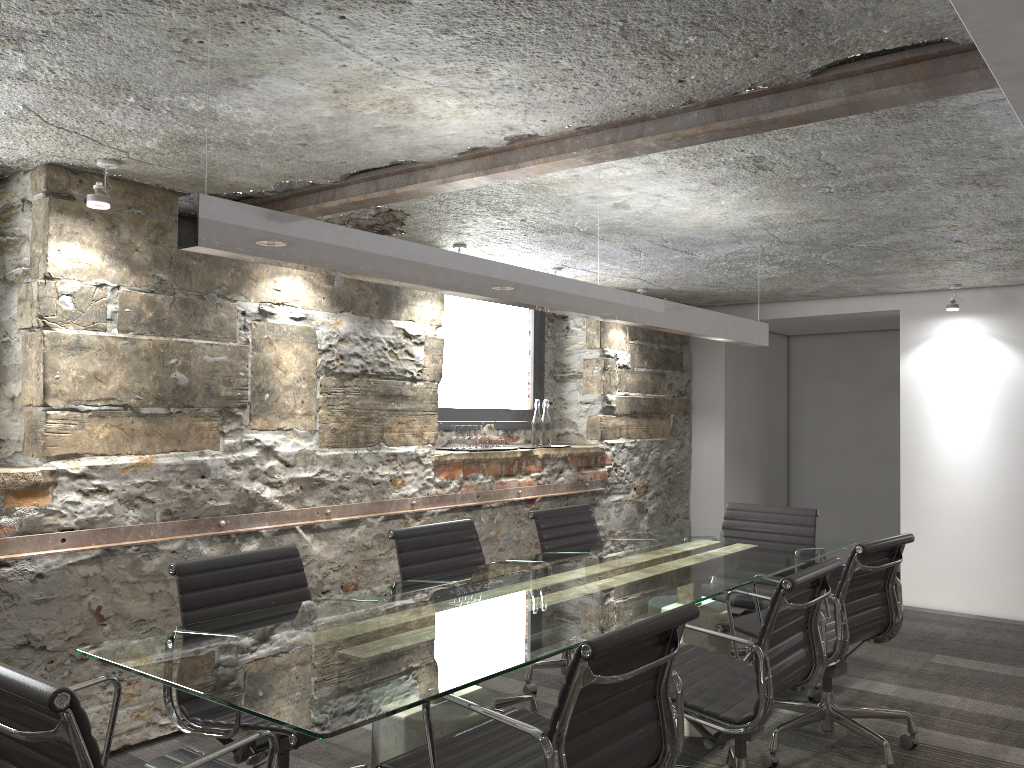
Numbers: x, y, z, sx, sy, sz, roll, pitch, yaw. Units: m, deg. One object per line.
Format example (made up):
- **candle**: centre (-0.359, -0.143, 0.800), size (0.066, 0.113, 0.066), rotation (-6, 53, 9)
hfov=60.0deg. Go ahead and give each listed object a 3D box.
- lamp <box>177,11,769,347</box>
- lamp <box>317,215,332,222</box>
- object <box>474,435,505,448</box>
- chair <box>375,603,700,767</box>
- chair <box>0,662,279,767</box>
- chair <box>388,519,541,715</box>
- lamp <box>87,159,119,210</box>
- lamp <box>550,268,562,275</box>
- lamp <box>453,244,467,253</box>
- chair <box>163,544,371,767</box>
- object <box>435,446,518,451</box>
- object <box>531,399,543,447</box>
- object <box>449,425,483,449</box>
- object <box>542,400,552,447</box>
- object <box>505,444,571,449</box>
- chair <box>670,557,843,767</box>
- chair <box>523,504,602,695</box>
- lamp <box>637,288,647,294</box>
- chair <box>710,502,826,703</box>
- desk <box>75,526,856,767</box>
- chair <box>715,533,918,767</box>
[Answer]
- **lamp**: centre (0.276, -0.499, 3.142), size (0.073, 0.524, 3.159), rotation (-1, -2, 38)
- **lamp**: centre (-0.837, -0.665, 3.863), size (0.098, 0.165, 0.077), rotation (1, -2, -19)
- **object**: centre (-0.138, 0.341, 5.252), size (0.111, 0.072, 0.191), rotation (-1, -3, 45)
- **chair**: centre (0.069, 0.937, 2.091), size (0.667, 0.837, 0.693), rotation (0, -2, 29)
- **chair**: centre (-0.749, 0.916, 1.764), size (0.693, 0.837, 0.667), rotation (0, -2, 28)
- **chair**: centre (-0.106, 0.978, 3.391), size (0.667, 0.837, 0.693), rotation (0, -2, 28)
- **lamp**: centre (-1.428, -0.697, 3.094), size (0.098, 0.165, 0.077), rotation (1, -2, -19)
- **lamp**: centre (0.247, -0.606, 5.273), size (0.098, 0.165, 0.077), rotation (1, -2, -19)
- **lamp**: centre (-0.284, -0.635, 4.582), size (0.098, 0.165, 0.077), rotation (1, -2, -19)
- **chair**: centre (-0.640, 0.946, 2.623), size (0.667, 0.837, 0.693), rotation (0, -2, 25)
- **object**: centre (-0.213, 0.376, 5.166), size (0.310, 0.007, 0.457), rotation (-1, -2, 38)
- **object**: centre (0.157, 0.246, 5.545), size (0.073, 0.300, 0.073), rotation (0, -2, 6)
- **object**: centre (-0.263, 0.304, 5.078), size (0.108, 0.131, 0.218), rotation (-1, -2, 36)
- **object**: centre (0.214, 0.249, 5.619), size (0.073, 0.300, 0.073), rotation (0, -2, 6)
- **object**: centre (0.130, 0.394, 5.612), size (0.310, 0.007, 0.457), rotation (-1, -2, 38)
- **chair**: centre (0.679, 0.968, 2.807), size (0.667, 0.837, 0.693), rotation (0, -2, 27)
- **chair**: centre (0.444, 1.007, 4.077), size (0.667, 0.837, 0.693), rotation (0, -2, 29)
- **lamp**: centre (0.882, -0.571, 6.099), size (0.098, 0.165, 0.077), rotation (1, -2, -19)
- **chair**: centre (1.132, 1.020, 4.236), size (0.693, 0.837, 0.667), rotation (0, -2, 30)
- **desk**: centre (0.262, 1.036, 3.090), size (0.909, 0.711, 3.154), rotation (-1, -2, 38)
- **chair**: centre (1.192, 0.996, 3.480), size (0.667, 0.837, 0.693), rotation (-1, -2, 36)
